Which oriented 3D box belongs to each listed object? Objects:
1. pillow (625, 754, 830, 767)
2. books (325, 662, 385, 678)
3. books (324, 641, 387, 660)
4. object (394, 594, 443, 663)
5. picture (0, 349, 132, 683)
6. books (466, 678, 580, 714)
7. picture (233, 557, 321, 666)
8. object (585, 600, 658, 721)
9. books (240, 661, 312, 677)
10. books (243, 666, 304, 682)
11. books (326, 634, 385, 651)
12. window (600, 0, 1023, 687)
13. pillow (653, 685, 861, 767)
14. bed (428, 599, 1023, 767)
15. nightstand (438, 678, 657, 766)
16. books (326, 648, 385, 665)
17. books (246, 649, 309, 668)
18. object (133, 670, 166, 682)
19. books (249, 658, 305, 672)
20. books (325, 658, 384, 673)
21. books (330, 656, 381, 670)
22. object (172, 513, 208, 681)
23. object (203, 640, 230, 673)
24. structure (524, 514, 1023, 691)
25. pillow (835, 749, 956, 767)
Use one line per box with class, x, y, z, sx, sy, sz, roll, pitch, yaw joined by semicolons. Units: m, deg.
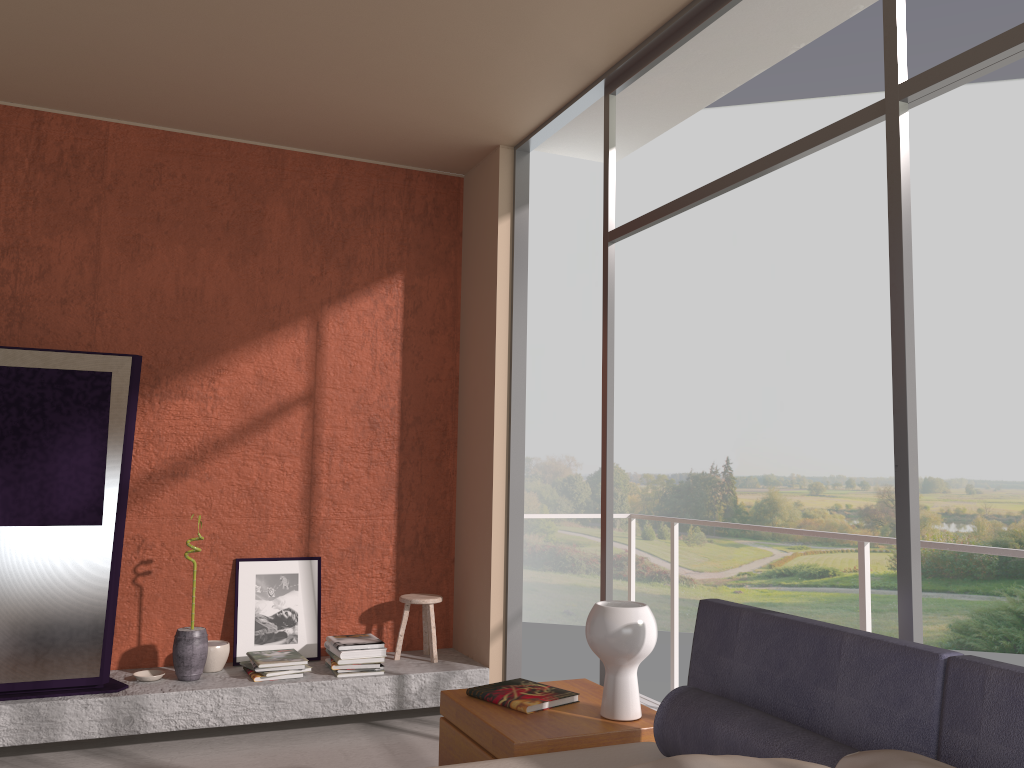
pillow;0.361;0.822;1.622;0.431;0.264;0.869;3;-6;-16
books;-0.825;1.488;4.647;0.247;0.018;0.328;3;-6;-22
books;-0.823;1.389;4.657;0.247;0.038;0.319;4;-6;-26
object;-0.500;1.363;4.954;0.260;0.349;0.257;-3;-7;36
picture;-2.372;0.576;4.000;1.129;1.496;0.126;4;-6;-23
books;0.036;1.028;2.932;0.247;0.025;0.287;6;-8;-42
picture;-1.270;1.226;4.820;0.458;0.550;0.117;4;-6;-23
object;0.340;0.857;2.759;0.224;0.338;0.224;2;-6;-12
books;-1.205;1.441;4.524;0.247;0.018;0.328;6;-7;-39
books;-1.214;1.462;4.509;0.247;0.025;0.287;4;-6;-27
books;-0.825;1.358;4.666;0.247;0.025;0.287;4;-6;-24
window;1.630;-0.105;1.263;0.075;3.133;6.106;4;-6;-23
pillow;0.748;0.837;1.697;0.205;0.201;1.470;4;-6;-23
bed;-0.207;0.956;1.282;2.462;0.959;2.017;4;-6;-23
nightstand;0.133;1.312;2.825;0.562;0.556;0.628;4;-6;-23
books;-0.824;1.421;4.654;0.247;0.027;0.328;3;-6;-22
books;-1.199;1.397;4.520;0.247;0.018;0.328;4;-6;-26
object;-1.776;1.436;4.341;0.152;0.040;0.152;0;-6;11
books;-1.196;1.418;4.514;0.247;0.025;0.287;3;-6;-21
books;-0.827;1.470;4.654;0.247;0.018;0.287;4;-6;-24
books;-0.820;1.447;4.632;0.247;0.025;0.287;2;-6;-13
object;-1.582;1.051;4.401;0.165;0.810;0.165;1;-6;0
object;-1.550;1.407;4.569;0.179;0.137;0.180;2;-6;-11
structure;1.902;0.914;1.501;0.728;1.005;7.689;4;-6;-23
pillow;0.673;0.793;1.369;0.400;0.265;0.791;3;-6;-21
